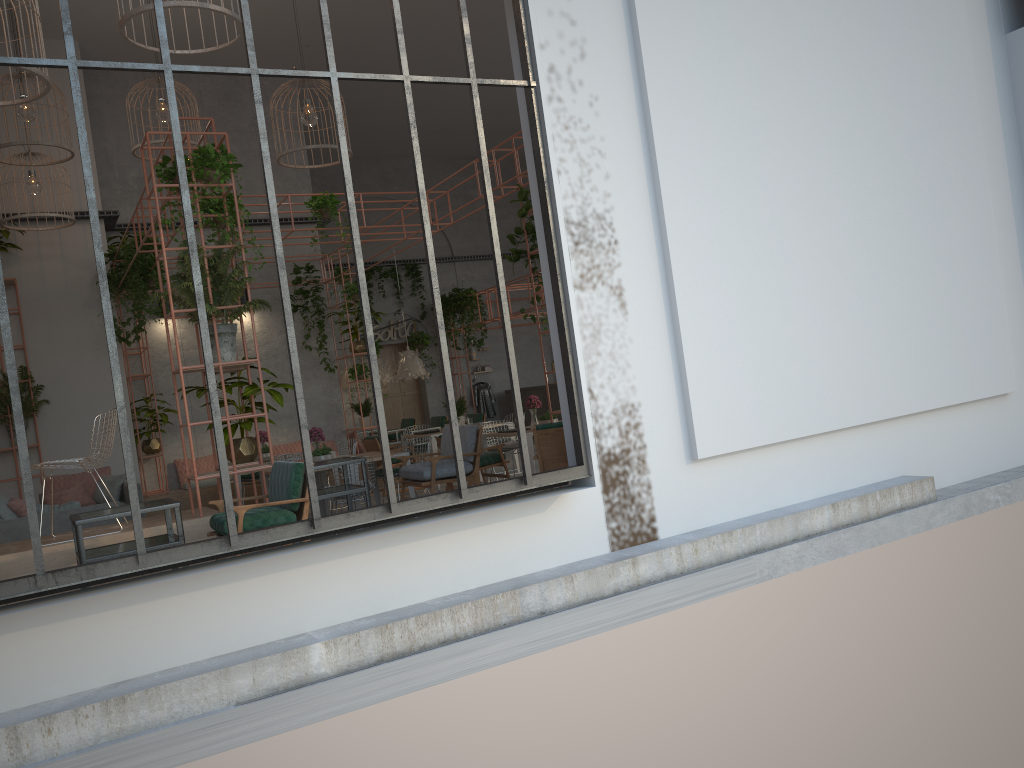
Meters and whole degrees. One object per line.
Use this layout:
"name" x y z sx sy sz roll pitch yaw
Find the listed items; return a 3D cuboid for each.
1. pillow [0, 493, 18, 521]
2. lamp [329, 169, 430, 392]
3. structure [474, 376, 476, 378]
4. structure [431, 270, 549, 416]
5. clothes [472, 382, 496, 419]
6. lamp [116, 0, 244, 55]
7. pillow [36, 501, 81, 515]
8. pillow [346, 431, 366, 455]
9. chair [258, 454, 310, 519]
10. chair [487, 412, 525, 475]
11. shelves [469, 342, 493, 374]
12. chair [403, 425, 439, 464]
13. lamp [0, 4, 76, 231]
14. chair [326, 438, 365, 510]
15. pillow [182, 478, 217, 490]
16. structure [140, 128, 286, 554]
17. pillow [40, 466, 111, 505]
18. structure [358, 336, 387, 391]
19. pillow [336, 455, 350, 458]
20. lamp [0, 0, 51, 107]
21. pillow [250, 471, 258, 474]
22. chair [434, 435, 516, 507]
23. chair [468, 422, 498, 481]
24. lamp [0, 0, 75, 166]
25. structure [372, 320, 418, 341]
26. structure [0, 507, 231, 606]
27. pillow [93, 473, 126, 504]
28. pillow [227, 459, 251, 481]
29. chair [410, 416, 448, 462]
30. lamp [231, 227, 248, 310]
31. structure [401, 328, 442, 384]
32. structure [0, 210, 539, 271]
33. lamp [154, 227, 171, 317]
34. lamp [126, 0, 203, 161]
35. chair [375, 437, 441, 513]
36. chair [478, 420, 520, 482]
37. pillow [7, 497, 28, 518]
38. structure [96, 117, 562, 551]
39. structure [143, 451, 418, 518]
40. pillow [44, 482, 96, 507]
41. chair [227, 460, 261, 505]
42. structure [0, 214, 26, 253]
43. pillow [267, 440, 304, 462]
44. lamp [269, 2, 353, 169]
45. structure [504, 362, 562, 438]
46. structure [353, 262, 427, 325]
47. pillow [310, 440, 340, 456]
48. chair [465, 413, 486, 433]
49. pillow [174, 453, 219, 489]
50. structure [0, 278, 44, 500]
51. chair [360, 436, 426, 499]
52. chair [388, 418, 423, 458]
"pillow" -4.787 1.260 8.444 0.276 0.474 0.839 -8 0 -28
"lamp" -3.012 -1.940 18.346 0.704 4.052 4.456 -8 0 -29
"structure" -0.927 -0.183 22.487 0.066 0.044 0.019 -8 0 -29
"structure" 3.188 -0.871 16.571 4.157 4.247 14.689 -8 0 -29
"clothes" -0.692 0.438 22.481 0.366 0.997 0.625 -8 0 42
"lamp" -2.690 -4.347 6.607 0.883 3.476 0.883 -8 0 24
"pillow" -4.265 1.270 8.441 0.499 0.324 0.307 -8 0 7
"pillow" -2.925 1.086 16.029 0.276 0.474 0.839 -8 0 -38
"chair" -2.967 1.375 11.556 0.565 0.941 0.717 -8 0 -12
"chair" -0.089 0.959 14.202 0.717 0.941 0.565 -8 0 -32
"shelves" -0.793 -0.674 22.504 0.560 0.790 0.186 -8 0 -28
"chair" -1.400 1.141 14.534 0.565 0.941 0.717 -8 0 -27
"lamp" -6.494 -3.841 11.710 0.883 3.476 0.883 -8 0 24
"chair" -2.544 1.309 12.852 0.717 0.941 0.565 -8 0 -32
"pillow" -4.791 1.544 13.836 0.637 0.149 0.491 -8 0 -28
"structure" -2.295 -0.240 7.104 0.748 3.623 0.722 -8 0 -29
"pillow" -5.588 1.359 11.426 0.836 0.476 0.273 -8 0 -28
"structure" -3.480 -0.612 21.232 0.921 1.527 0.950 -8 0 5
"pillow" -2.995 1.289 14.824 0.637 0.149 0.491 -8 0 -28
"lamp" -3.855 -3.742 5.993 0.883 3.476 0.883 -8 0 24
"pillow" -3.879 1.415 14.337 0.637 0.149 0.491 -8 0 -28
"chair" -0.464 1.032 10.913 0.685 0.917 0.722 -8 0 -29
"chair" -0.513 1.025 12.907 0.565 0.941 0.717 -8 0 -12
"lamp" -5.775 -4.356 10.222 0.883 3.476 0.883 -8 0 24
"structure" -2.921 -1.309 21.522 1.312 0.505 0.063 -8 0 -29
"structure" -4.910 1.380 8.334 3.396 1.111 9.152 -8 0 -29
"pillow" -5.139 1.344 11.302 0.495 0.349 0.308 -8 0 21
"pillow" -4.377 1.343 14.530 0.666 0.385 0.289 -8 0 -33
"chair" -1.722 1.176 18.778 0.685 0.930 0.722 -8 0 -29
"lamp" -4.533 -1.929 14.677 0.179 1.425 0.185 -8 0 -29
"structure" -2.350 -0.753 21.901 0.950 1.527 0.921 -8 0 -30
"structure" -1.647 -3.074 13.793 15.603 0.110 15.203 -8 0 -29
"lamp" -5.584 -1.779 14.099 0.179 1.425 0.185 -8 0 -29
"lamp" -4.698 -4.733 11.505 0.883 3.476 0.883 -8 0 24
"chair" -1.246 1.139 10.450 0.717 0.941 0.565 -8 0 -32
"chair" -0.065 0.966 12.097 0.565 0.941 0.717 -8 0 -27
"pillow" -4.645 1.272 8.505 0.289 0.385 0.666 -8 0 -28
"structure" -4.207 -0.390 14.356 4.501 4.345 14.096 -8 0 -30
"structure" -4.890 1.844 16.711 4.386 0.500 5.831 -8 0 -29
"pillow" -5.555 1.422 11.135 0.441 0.317 0.479 -8 0 43
"chair" -3.855 1.491 13.183 0.565 0.941 0.717 -8 0 -27
"structure" -7.097 -1.963 12.064 0.934 0.803 0.903 -8 0 33
"pillow" -3.819 1.215 14.816 0.839 0.474 0.276 -8 0 -8
"lamp" -2.568 -4.383 10.463 0.883 3.476 0.883 -8 0 24
"structure" 1.924 0.096 21.177 2.579 2.022 4.057 -8 0 -29
"structure" -2.981 -2.146 21.427 1.939 1.514 0.856 -8 0 -34
"pillow" -3.263 1.185 15.144 0.666 0.385 0.289 -8 0 -33
"chair" -0.882 1.066 17.223 0.685 0.929 0.722 -8 0 -29
"pillow" -4.953 1.377 14.242 0.839 0.474 0.276 -8 0 -38
"structure" -6.901 0.376 12.166 0.624 3.596 0.424 -8 0 -29
"chair" -1.800 1.207 13.350 0.685 0.917 0.722 -8 0 -29
"chair" -2.544 1.283 20.300 0.685 0.930 0.722 -8 0 -29
